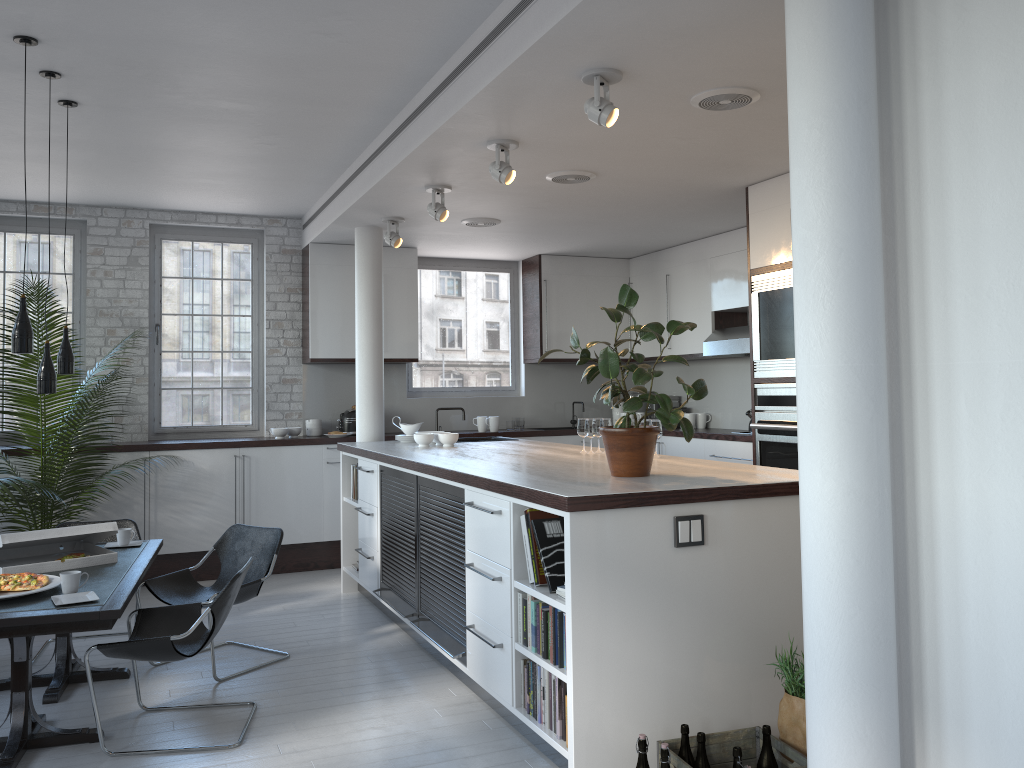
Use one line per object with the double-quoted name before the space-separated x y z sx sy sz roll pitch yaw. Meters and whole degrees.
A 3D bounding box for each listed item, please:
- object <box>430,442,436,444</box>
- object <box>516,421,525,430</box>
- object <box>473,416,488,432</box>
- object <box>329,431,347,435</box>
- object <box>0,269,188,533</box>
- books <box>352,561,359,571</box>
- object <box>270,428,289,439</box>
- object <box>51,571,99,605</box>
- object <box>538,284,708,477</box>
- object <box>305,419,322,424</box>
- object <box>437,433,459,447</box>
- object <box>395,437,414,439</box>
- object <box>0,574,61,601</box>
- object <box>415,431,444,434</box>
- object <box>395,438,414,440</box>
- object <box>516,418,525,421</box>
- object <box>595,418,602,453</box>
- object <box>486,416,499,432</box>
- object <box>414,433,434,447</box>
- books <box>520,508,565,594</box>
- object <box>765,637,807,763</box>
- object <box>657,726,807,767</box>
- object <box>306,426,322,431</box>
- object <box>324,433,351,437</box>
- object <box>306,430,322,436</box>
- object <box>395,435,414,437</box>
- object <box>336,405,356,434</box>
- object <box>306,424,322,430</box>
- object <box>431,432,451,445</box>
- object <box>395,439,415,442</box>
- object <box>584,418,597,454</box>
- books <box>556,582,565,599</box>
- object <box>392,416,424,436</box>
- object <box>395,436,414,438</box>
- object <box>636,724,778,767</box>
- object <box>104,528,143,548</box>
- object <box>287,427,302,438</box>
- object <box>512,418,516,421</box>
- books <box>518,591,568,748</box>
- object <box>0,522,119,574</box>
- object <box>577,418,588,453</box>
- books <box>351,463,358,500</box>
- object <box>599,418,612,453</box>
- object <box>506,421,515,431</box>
"object" -0.645 0.449 6.951 0.235 0.041 0.235 -1 -1 -27
"object" 0.083 0.426 9.066 0.094 0.098 0.094 -1 -2 -6
"object" -0.307 0.401 8.808 0.138 0.152 0.109 0 -2 -28
"object" -1.619 0.462 8.210 0.138 0.044 0.136 -1 -1 29
"object" -3.813 0.434 6.748 1.921 2.627 2.398 -2 -2 25
"books" -1.069 1.299 6.967 0.293 0.324 0.472 0 -1 -25
"object" -2.127 0.452 8.116 0.156 0.093 0.156 0 -1 -24
"object" -1.968 0.913 3.978 0.176 0.097 0.301 0 -1 -33
"object" 0.519 -0.018 4.123 0.774 0.892 0.436 -2 -3 35
"object" -1.891 0.372 8.448 0.154 0.075 0.153 -1 -1 35
"object" -0.472 0.414 6.557 0.156 0.093 0.156 -1 -1 -8
"object" -0.820 0.444 7.212 0.261 0.028 0.261 -1 0 1
"object" -2.362 0.951 4.077 0.532 0.042 0.531 -1 0 -26
"object" -0.646 0.396 6.954 0.235 0.041 0.235 -1 -1 18
"object" -0.819 0.451 7.212 0.261 0.028 0.261 -1 0 2
"object" 0.083 0.396 9.068 0.094 0.098 0.094 -1 -2 -6
"object" 0.556 0.330 5.696 0.082 0.223 0.082 1 -3 -33
"object" -0.184 0.399 8.772 0.109 0.152 0.138 -2 -2 28
"object" -0.651 0.416 6.563 0.156 0.093 0.156 0 -1 -23
"books" 0.182 0.702 3.822 0.186 0.329 0.323 0 -2 -23
"object" 1.156 1.307 3.463 0.344 0.622 0.211 -2 -3 36
"object" 0.836 1.495 3.307 0.455 0.248 0.389 -1 -1 -17
"object" -1.888 0.435 8.444 0.154 0.074 0.152 -1 -1 -20
"object" -1.611 0.478 8.209 0.261 0.028 0.261 -1 -1 -35
"object" -1.886 0.470 8.445 0.153 0.055 0.153 -1 -1 20
"object" -0.820 0.429 7.213 0.261 0.028 0.261 -1 -1 -35
"object" -1.478 0.346 8.515 0.414 0.291 0.278 0 -2 -23
"object" -1.889 0.405 8.444 0.153 0.062 0.153 -1 -1 6
"object" -0.540 0.416 6.720 0.156 0.093 0.156 0 -1 -37
"object" -0.819 0.459 7.211 0.261 0.028 0.261 -1 -1 -34
"object" 0.499 0.330 5.600 0.082 0.223 0.082 1 -3 -32
"books" 0.328 0.834 3.593 0.272 0.054 0.204 -1 -1 -27
"object" -0.846 0.350 7.218 0.269 0.173 0.130 -1 -2 6
"object" -0.820 0.436 7.212 0.261 0.028 0.261 -1 0 5
"object" 0.723 1.459 3.263 0.556 0.325 0.288 -1 -2 4
"object" -2.343 0.927 5.349 0.204 0.098 0.175 -1 -1 -18
"object" -2.035 0.451 8.256 0.156 0.093 0.156 0 -1 -42
"object" 0.043 0.398 9.164 0.094 0.098 0.094 1 -2 -40
"books" 0.351 1.021 3.760 0.492 0.799 0.540 0 -2 -23
"object" -2.540 0.868 4.835 0.591 0.216 0.587 0 -1 -44
"object" 0.460 0.332 5.696 0.082 0.223 0.082 -1 -3 14
"books" -1.103 0.747 6.963 0.253 0.324 0.509 0 -1 -23
"object" 0.594 0.329 5.612 0.082 0.223 0.082 0 -3 -29
"object" -0.016 0.427 9.029 0.094 0.098 0.094 1 -2 -40
